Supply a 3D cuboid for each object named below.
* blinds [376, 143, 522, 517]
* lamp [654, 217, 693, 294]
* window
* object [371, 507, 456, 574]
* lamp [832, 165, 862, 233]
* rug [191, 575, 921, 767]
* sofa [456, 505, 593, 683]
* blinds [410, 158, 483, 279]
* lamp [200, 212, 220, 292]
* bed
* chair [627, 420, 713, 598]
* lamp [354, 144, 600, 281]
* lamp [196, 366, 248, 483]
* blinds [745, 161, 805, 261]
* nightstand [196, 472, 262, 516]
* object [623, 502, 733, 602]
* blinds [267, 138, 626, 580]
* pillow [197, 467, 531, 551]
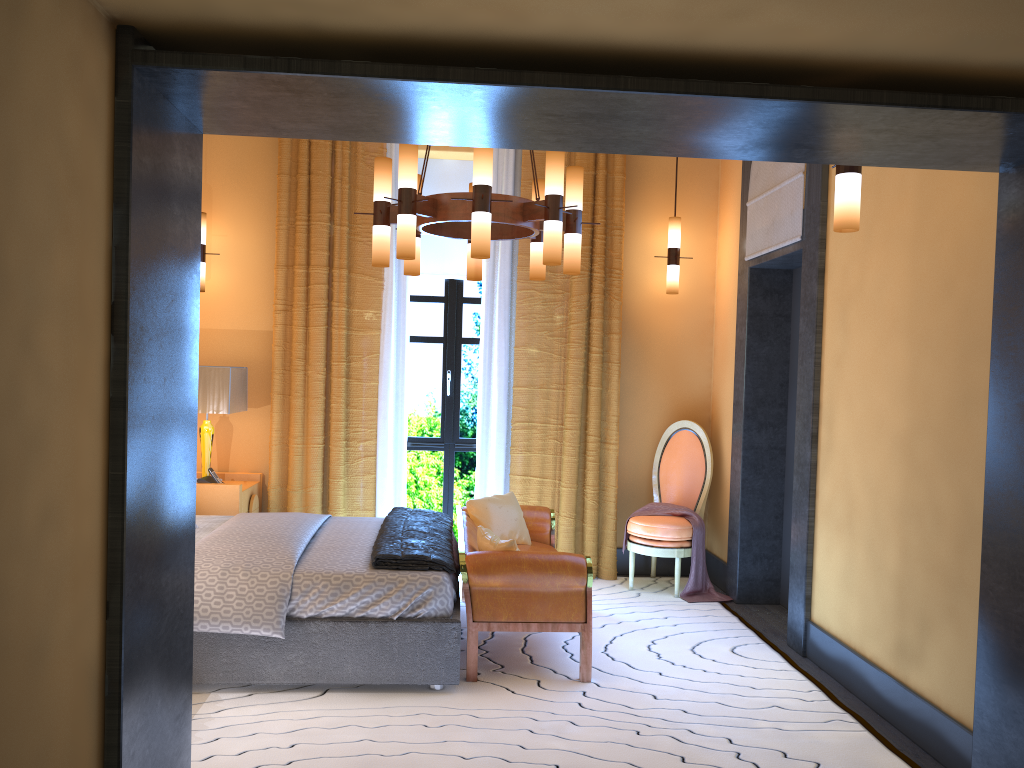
[{"bbox_3d":[-0.460,-0.689,6.229,2.050,4.078,0.236,2,2,-7],"label":"blinds"},{"bbox_3d":[1.134,-0.899,6.221,0.199,0.532,0.199,3,2,41],"label":"lamp"},{"bbox_3d":[-0.445,-0.148,6.570,1.200,3.002,0.130,2,2,-4],"label":"window"},{"bbox_3d":[-0.507,0.803,4.722,0.405,0.105,1.460,2,1,-4],"label":"object"},{"bbox_3d":[1.205,-0.814,3.167,0.199,0.532,0.199,3,2,41],"label":"lamp"},{"bbox_3d":[-0.396,1.370,4.580,3.702,0.016,3.385,2,1,-4],"label":"rug"},{"bbox_3d":[0.018,1.061,4.849,0.650,0.640,1.614,2,1,-4],"label":"sofa"},{"bbox_3d":[-0.412,-1.211,6.526,1.200,0.874,0.013,2,2,-4],"label":"blinds"},{"bbox_3d":[-2.115,-0.890,5.991,0.199,0.532,0.199,3,2,41],"label":"lamp"},{"bbox_3d":[-1.317,0.884,4.673,2.107,0.825,1.887,2,1,-4],"label":"bed"},{"bbox_3d":[1.070,0.827,6.059,0.500,1.148,0.632,3,2,29],"label":"chair"},{"bbox_3d":[-0.143,-1.654,4.409,1.140,2.170,1.140,2,2,18],"label":"lamp"},{"bbox_3d":[-1.997,0.283,5.785,0.424,0.803,0.505,2,1,-4],"label":"lamp"},{"bbox_3d":[1.561,-1.570,5.208,0.042,1.577,0.894,2,1,-4],"label":"blinds"},{"bbox_3d":[-2.073,0.966,5.894,0.720,0.690,0.680,2,1,-4],"label":"nightstand"},{"bbox_3d":[1.114,1.107,5.968,0.802,0.572,0.429,3,2,43],"label":"object"},{"bbox_3d":[-0.415,-0.709,6.149,2.451,4.149,0.134,2,2,-4],"label":"blinds"},{"bbox_3d":[-0.679,0.779,5.325,2.627,0.407,1.147,2,1,37],"label":"pillow"}]
